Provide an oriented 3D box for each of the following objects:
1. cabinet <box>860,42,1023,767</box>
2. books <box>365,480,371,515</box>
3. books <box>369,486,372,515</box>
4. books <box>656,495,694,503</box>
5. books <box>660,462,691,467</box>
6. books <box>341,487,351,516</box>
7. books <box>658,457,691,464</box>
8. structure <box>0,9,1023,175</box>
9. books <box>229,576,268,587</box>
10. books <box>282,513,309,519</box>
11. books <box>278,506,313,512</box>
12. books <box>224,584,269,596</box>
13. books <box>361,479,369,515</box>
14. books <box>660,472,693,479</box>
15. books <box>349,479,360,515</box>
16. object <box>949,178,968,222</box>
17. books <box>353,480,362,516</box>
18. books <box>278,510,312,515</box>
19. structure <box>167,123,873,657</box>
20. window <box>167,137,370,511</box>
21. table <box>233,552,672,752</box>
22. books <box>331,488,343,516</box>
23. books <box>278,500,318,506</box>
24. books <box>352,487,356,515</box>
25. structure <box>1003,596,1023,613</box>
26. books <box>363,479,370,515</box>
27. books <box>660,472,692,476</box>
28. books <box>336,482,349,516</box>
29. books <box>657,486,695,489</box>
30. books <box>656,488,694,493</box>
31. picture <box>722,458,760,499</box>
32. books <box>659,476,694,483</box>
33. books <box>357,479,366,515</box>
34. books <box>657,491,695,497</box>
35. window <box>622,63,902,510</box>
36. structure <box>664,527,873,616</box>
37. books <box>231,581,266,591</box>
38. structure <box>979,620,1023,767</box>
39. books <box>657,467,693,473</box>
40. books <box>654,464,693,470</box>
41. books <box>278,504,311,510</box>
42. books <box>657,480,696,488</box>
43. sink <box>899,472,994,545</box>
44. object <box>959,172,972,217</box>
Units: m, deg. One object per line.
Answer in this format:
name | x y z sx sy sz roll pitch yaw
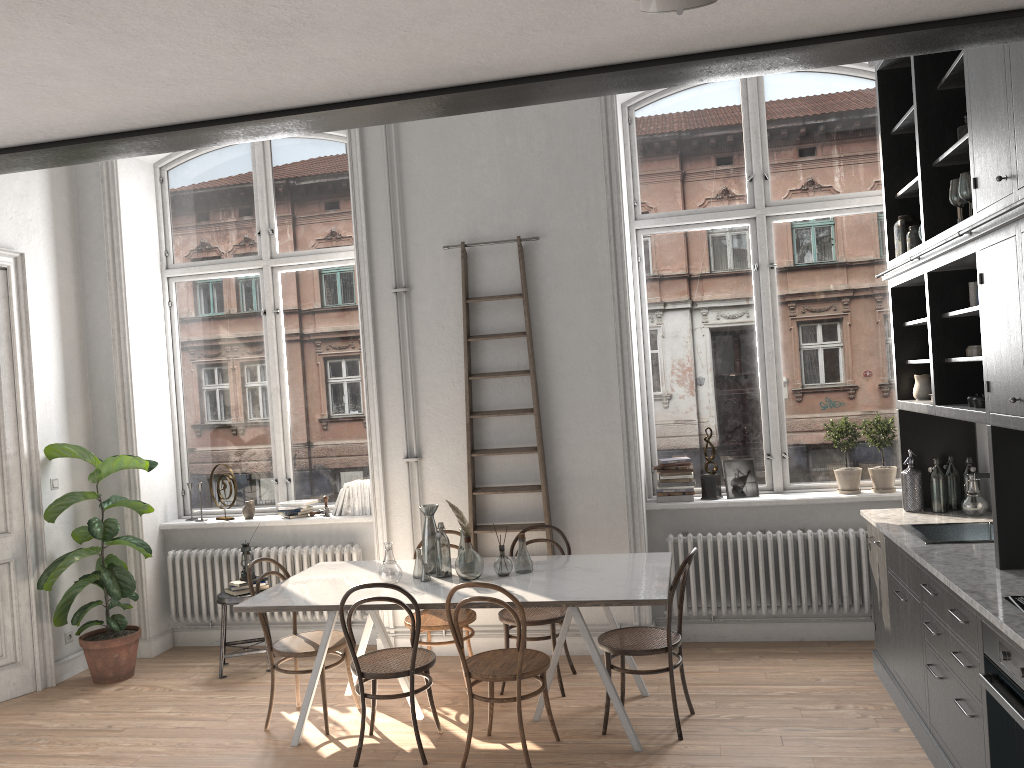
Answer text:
cabinet | 1.986 -0.102 3.573 0.635 3.583 3.250 -4 0 11
books | -1.033 0.830 6.529 0.019 0.244 0.174 -4 0 11
books | -1.010 0.847 6.526 0.020 0.205 0.155 -4 0 11
books | 1.119 0.775 6.074 0.248 0.043 0.192 -4 0 11
books | 1.121 0.545 6.081 0.205 0.020 0.155 -4 0 11
books | -1.208 0.862 6.566 0.072 0.203 0.155 -4 0 11
books | 1.116 0.524 6.091 0.201 0.024 0.159 -4 0 1
structure | -1.467 -1.138 0.180 5.927 1.213 4.157 -4 0 11
books | -1.821 1.364 6.126 0.147 0.027 0.221 -4 0 43
books | -1.623 0.981 6.640 0.147 0.023 0.221 -4 0 -30
books | -1.619 0.936 6.633 0.221 0.023 0.147 -4 0 27
books | -1.831 1.413 6.126 0.246 0.034 0.194 -4 0 -38
books | -1.072 0.833 6.554 0.019 0.244 0.174 -4 0 11
books | 1.131 0.630 6.086 0.222 0.024 0.158 -4 0 11
books | -1.159 0.839 6.577 0.024 0.243 0.175 -4 0 11
object | 2.006 -0.804 3.969 0.083 0.221 0.083 -3 1 43
books | -1.118 0.836 6.537 0.024 0.243 0.175 -4 0 11
books | -1.619 0.958 6.635 0.205 0.022 0.155 -4 0 31
structure | -0.156 -0.402 6.080 5.182 4.474 0.340 -4 0 11
window | -1.836 -0.465 6.830 1.622 2.843 0.013 -4 0 11
table | -0.222 1.451 4.867 2.200 0.780 1.100 -4 0 11
books | -1.270 0.869 6.582 0.105 0.194 0.155 -4 0 10
books | -1.599 0.888 6.637 0.244 0.019 0.174 -4 0 21
books | -1.136 0.856 6.552 0.020 0.205 0.155 -4 0 11
structure | 1.887 0.745 2.808 0.427 0.011 0.592 -4 0 11
books | -1.050 0.831 6.555 0.024 0.243 0.175 -4 0 11
books | 1.125 0.609 6.081 0.205 0.022 0.155 -4 0 6
books | -1.234 0.847 6.570 0.100 0.235 0.174 -4 0 11
books | 1.128 0.700 6.085 0.255 0.014 0.192 -4 0 14
books | 1.117 0.720 6.072 0.249 0.023 0.175 -4 0 12
picture | 1.546 0.643 6.045 0.221 0.264 0.149 -4 0 -5
books | 1.128 0.654 6.081 0.205 0.022 0.155 -4 0 25
books | -1.095 0.834 6.541 0.019 0.244 0.174 -4 0 11
books | 1.118 0.743 6.072 0.249 0.023 0.175 -4 0 7
window | 8.193 -5.498 7.770 14.386 15.936 26.394 -4 0 11
structure | 1.780 1.226 5.803 1.577 0.552 0.194 -4 0 11
books | -1.821 1.386 6.126 0.232 0.029 0.163 -4 0 -18
structure | 1.906 1.140 2.811 0.618 0.623 0.622 -4 0 11
books | 1.119 0.589 6.082 0.244 0.019 0.174 -4 0 11
books | 1.109 0.568 6.084 0.231 0.023 0.162 -4 0 27
books | -1.620 0.915 6.621 0.205 0.020 0.155 -4 0 1
books | 1.126 0.679 6.087 0.245 0.028 0.193 -4 0 6
sink | 2.219 0.690 4.322 0.514 0.505 0.526 -4 0 11
object | 1.983 -0.803 3.840 0.083 0.221 0.083 -4 0 -32
